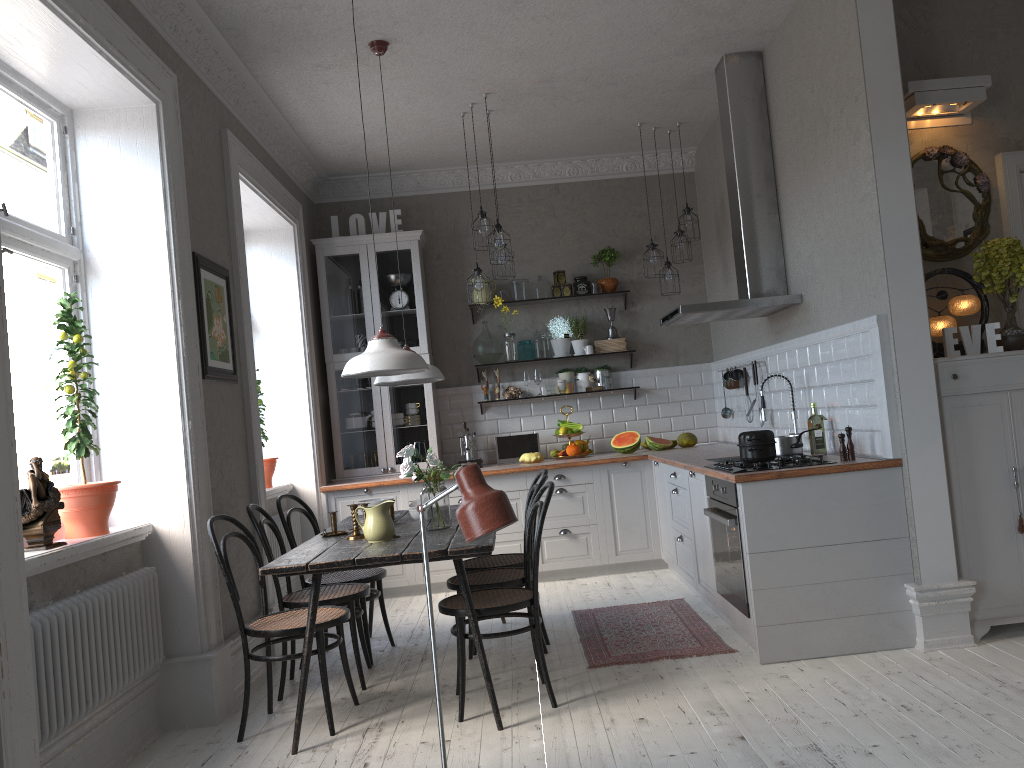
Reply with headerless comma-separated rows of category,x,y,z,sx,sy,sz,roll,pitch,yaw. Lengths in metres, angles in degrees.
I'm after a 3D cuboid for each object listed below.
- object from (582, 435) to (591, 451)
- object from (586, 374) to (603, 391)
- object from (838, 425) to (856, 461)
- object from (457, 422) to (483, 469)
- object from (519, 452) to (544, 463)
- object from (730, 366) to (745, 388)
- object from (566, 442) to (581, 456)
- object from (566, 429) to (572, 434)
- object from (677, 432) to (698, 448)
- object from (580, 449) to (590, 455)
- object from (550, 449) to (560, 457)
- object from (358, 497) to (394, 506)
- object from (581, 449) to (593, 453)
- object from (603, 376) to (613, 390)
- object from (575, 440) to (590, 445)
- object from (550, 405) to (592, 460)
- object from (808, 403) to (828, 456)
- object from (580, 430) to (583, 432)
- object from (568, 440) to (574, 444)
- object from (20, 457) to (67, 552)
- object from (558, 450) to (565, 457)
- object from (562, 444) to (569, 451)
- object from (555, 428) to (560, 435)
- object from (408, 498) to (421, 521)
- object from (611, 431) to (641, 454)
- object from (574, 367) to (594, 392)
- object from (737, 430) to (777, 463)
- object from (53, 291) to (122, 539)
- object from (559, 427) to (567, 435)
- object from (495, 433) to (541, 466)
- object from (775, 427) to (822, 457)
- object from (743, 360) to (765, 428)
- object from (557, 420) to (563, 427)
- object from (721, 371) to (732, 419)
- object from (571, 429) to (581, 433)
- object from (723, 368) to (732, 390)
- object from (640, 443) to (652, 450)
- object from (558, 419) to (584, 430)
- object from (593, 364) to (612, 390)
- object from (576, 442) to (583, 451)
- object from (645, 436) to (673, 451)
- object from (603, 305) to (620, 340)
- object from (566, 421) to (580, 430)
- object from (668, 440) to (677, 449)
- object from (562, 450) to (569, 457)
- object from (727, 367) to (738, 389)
object,0.587,0.475,7.070,0.060,0.120,0.127,-6,-2,23
object,0.670,-0.015,7.228,0.121,0.147,0.099,-4,-3,-34
object,1.578,0.279,4.183,0.073,0.166,0.036,-5,-2,-2
object,-0.346,0.481,6.962,0.206,0.370,0.353,-5,-2,-1
object,0.152,0.572,6.865,0.197,0.083,0.189,-6,-2,-1
object,1.612,-0.049,6.305,0.107,0.161,0.138,-6,-2,16
object,0.478,0.512,6.923,0.115,0.110,0.109,-4,-3,-34
object,0.447,0.389,6.997,0.063,0.061,0.066,-5,-2,-2
object,1.382,0.442,6.995,0.208,0.119,0.129,-4,-3,-39
object,0.571,0.541,6.994,0.069,0.051,0.088,-3,-3,-44
object,0.357,0.553,7.060,0.075,0.072,0.154,-7,-3,28
object,-0.693,0.640,4.538,0.181,0.094,0.178,-5,-2,-11
object,0.552,0.539,7.115,0.212,0.044,0.055,-7,-3,36
object,0.781,-0.010,7.214,0.078,0.108,0.077,-5,-2,-8
object,0.559,0.471,7.076,0.128,0.056,0.059,-5,-2,-10
object,0.453,0.381,7.052,0.356,0.425,0.348,-5,-2,-17
object,1.635,0.240,4.718,0.089,0.282,0.081,-5,-2,-1
object,0.543,0.381,7.066,0.052,0.050,0.049,-6,-2,8
object,0.483,0.498,7.114,0.086,0.093,0.086,-5,-2,-6
object,-1.695,0.423,3.128,0.120,0.329,0.237,-6,-2,1
object,0.397,0.551,7.026,0.084,0.057,0.090,-7,-3,30
object,0.453,0.512,7.119,0.077,0.076,0.156,-7,-3,25
object,0.390,0.390,7.054,0.097,0.078,0.100,-5,-2,-15
object,-0.474,0.648,4.590,0.123,0.119,0.129,-6,-2,14
object,0.888,0.458,6.898,0.232,0.174,0.220,-6,-2,20
object,0.593,-0.038,7.313,0.170,0.214,0.150,-7,-3,28
object,1.176,0.299,4.247,0.193,0.147,0.190,-5,-2,-22
object,-1.730,0.111,3.531,0.264,0.991,0.276,-7,-3,38
object,0.404,0.370,6.981,0.058,0.069,0.080,-6,-2,18
object,0.048,0.519,7.065,0.352,0.226,0.088,-5,-2,-3
object,1.444,0.290,4.487,0.298,0.134,0.178,-7,-3,33
object,1.602,0.071,5.931,0.081,0.443,0.329,-5,-2,0
object,0.394,0.308,7.031,0.074,0.058,0.050,-4,-2,-25
object,1.636,0.079,6.817,0.077,0.378,0.082,-5,-2,-1
object,0.502,0.387,7.034,0.077,0.062,0.099,-4,-3,-28
object,1.620,-0.039,6.561,0.107,0.161,0.138,-6,-2,11
object,1.129,0.498,7.127,0.198,0.067,0.103,-6,-2,4
object,0.462,0.323,7.029,0.210,0.101,0.067,-6,-2,4
object,0.758,-0.052,7.329,0.159,0.213,0.152,-5,-2,-4
object,0.517,0.501,7.001,0.087,0.078,0.089,-7,-2,25
object,1.148,0.455,6.859,0.227,0.127,0.146,-5,-2,-19
object,0.820,-0.507,7.302,0.132,0.287,0.129,-5,-2,-17
object,0.491,0.333,7.098,0.178,0.096,0.089,-6,-2,18
object,1.248,0.480,7.037,0.204,0.073,0.117,-4,-3,-38
object,0.413,0.560,7.042,0.070,0.076,0.226,-5,-2,-19
object,1.621,-0.044,6.433,0.108,0.161,0.137,-6,-2,1
